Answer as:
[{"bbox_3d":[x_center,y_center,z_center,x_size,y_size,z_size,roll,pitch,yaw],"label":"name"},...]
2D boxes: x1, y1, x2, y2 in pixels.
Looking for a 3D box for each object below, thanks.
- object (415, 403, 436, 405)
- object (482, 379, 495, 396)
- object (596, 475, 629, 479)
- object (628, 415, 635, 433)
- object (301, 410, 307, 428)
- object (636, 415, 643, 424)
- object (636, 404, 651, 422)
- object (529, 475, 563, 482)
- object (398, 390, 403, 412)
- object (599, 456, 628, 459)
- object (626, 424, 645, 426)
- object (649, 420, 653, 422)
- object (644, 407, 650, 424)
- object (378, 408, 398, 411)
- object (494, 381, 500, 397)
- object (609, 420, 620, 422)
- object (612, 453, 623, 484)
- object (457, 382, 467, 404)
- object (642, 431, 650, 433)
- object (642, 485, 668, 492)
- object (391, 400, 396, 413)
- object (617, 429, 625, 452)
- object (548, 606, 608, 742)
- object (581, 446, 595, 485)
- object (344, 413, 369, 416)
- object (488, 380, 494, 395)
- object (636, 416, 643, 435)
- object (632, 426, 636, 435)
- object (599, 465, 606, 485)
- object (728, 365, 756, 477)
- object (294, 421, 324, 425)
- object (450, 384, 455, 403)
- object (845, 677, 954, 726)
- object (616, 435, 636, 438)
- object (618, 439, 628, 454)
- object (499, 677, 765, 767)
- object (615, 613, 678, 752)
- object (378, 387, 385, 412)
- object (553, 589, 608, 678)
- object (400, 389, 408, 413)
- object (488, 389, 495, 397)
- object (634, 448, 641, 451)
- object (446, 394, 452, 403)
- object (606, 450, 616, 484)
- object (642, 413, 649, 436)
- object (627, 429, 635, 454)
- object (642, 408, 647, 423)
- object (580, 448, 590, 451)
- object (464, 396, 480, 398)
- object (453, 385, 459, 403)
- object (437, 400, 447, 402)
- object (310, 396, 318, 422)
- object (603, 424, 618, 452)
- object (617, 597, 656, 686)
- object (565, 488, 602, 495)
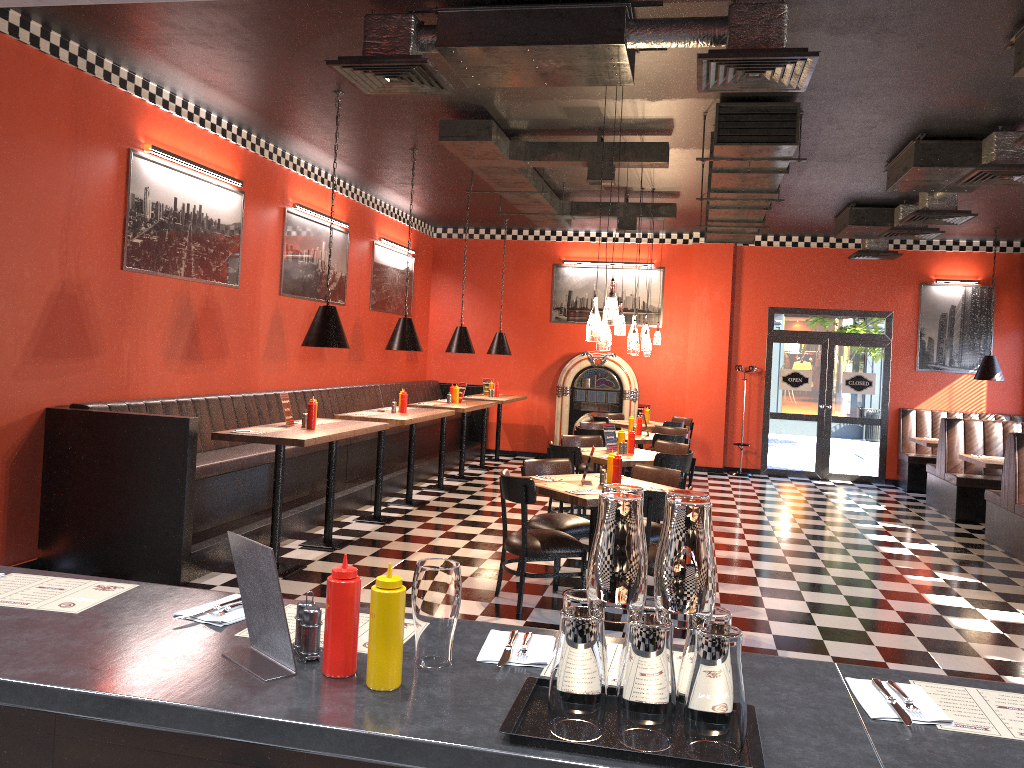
[{"bbox_3d":[-1.009,0.235,10.403,0.255,0.019,0.157,3,2,9],"label":"object"},{"bbox_3d":[-0.349,0.050,13.288,0.188,0.257,0.072,3,0,-28],"label":"object"},{"bbox_3d":[0.727,0.685,6.577,0.255,0.019,0.157,2,2,-32],"label":"object"},{"bbox_3d":[1.409,0.476,10.457,0.068,0.238,0.068,3,0,17],"label":"object"},{"bbox_3d":[-1.605,0.268,6.883,0.047,0.136,0.093,3,0,3],"label":"object"},{"bbox_3d":[1.787,0.481,12.369,0.094,0.136,0.046,3,0,12],"label":"object"},{"bbox_3d":[1.861,0.418,12.533,0.188,0.257,0.072,3,0,22],"label":"object"},{"bbox_3d":[0.257,0.670,6.298,0.157,0.019,0.255,1,3,-39],"label":"object"},{"bbox_3d":[-1.119,0.167,9.037,0.068,0.238,0.068,3,0,21],"label":"object"},{"bbox_3d":[0.916,0.649,7.900,0.255,0.019,0.157,2,2,-31],"label":"object"},{"bbox_3d":[1.685,0.547,11.996,0.255,0.019,0.157,2,2,-30],"label":"object"},{"bbox_3d":[1.923,0.534,12.737,0.255,0.019,0.157,1,3,-39],"label":"object"},{"bbox_3d":[1.880,0.435,12.337,0.068,0.238,0.068,3,0,9],"label":"object"},{"bbox_3d":[-1.258,0.262,9.254,0.255,0.019,0.157,3,2,9],"label":"object"},{"bbox_3d":[-0.222,0.071,13.165,0.068,0.238,0.068,3,0,5],"label":"object"},{"bbox_3d":[1.416,0.515,12.502,0.157,0.019,0.255,2,2,-31],"label":"object"},{"bbox_3d":[0.734,0.588,6.183,0.068,0.238,0.068,3,0,-35],"label":"object"},{"bbox_3d":[-0.651,0.110,11.110,0.072,0.257,0.188,3,0,-37],"label":"object"},{"bbox_3d":[1.546,0.582,10.777,0.255,0.019,0.157,2,2,-33],"label":"object"},{"bbox_3d":[0.996,0.717,6.053,0.157,0.019,0.255,2,2,-29],"label":"object"},{"bbox_3d":[-1.192,0.219,8.943,0.047,0.136,0.093,3,0,2],"label":"object"},{"bbox_3d":[1.033,0.528,8.371,0.068,0.238,0.068,3,0,17],"label":"object"},{"bbox_3d":[0.118,0.504,1.553,0.105,0.209,0.105,3,0,-33],"label":"object"},{"bbox_3d":[0.534,0.567,6.215,0.072,0.257,0.188,3,0,2],"label":"object"},{"bbox_3d":[-1.432,0.286,8.303,0.255,0.019,0.157,3,2,9],"label":"object"},{"bbox_3d":[-0.311,0.065,13.194,0.068,0.238,0.068,3,0,5],"label":"object"},{"bbox_3d":[1.500,0.481,10.436,0.068,0.238,0.068,3,0,17],"label":"object"},{"bbox_3d":[1.432,0.532,10.361,0.047,0.136,0.093,3,0,2],"label":"object"},{"bbox_3d":[0.634,0.635,6.178,0.047,0.136,0.093,3,0,2],"label":"object"},{"bbox_3d":[3.493,0.547,13.392,0.375,1.659,0.374,3,-1,34],"label":"object"},{"bbox_3d":[-1.638,0.314,7.189,0.255,0.019,0.157,3,2,9],"label":"object"},{"bbox_3d":[-0.747,0.116,11.078,0.068,0.238,0.068,3,0,6],"label":"object"},{"bbox_3d":[0.765,0.628,1.748,0.157,0.019,0.255,3,2,7],"label":"object"},{"bbox_3d":[1.295,0.595,10.030,0.255,0.019,0.157,2,2,-31],"label":"object"},{"bbox_3d":[1.038,0.584,8.267,0.093,0.136,0.047,3,0,-28],"label":"object"},{"bbox_3d":[0.216,0.605,1.581,0.437,0.018,0.273,3,2,12],"label":"object"},{"bbox_3d":[0.234,0.511,1.530,0.105,0.209,0.105,3,0,-33],"label":"object"},{"bbox_3d":[-1.323,0.148,8.996,0.072,0.257,0.188,3,0,-9],"label":"object"},{"bbox_3d":[0.131,0.500,1.670,0.105,0.209,0.105,3,0,-33],"label":"object"},{"bbox_3d":[-1.092,0.171,8.948,0.068,0.238,0.068,3,0,32],"label":"object"},{"bbox_3d":[-0.300,0.122,13.072,0.093,0.136,0.047,3,0,-8],"label":"object"},{"bbox_3d":[1.141,0.635,8.646,0.255,0.019,0.157,1,3,-40],"label":"object"},{"bbox_3d":[-0.777,0.170,10.961,0.046,0.136,0.094,3,0,-23],"label":"object"},{"bbox_3d":[0.707,0.584,6.272,0.068,0.238,0.068,3,0,26],"label":"object"},{"bbox_3d":[1.573,0.477,10.398,0.072,0.257,0.188,3,0,2],"label":"object"},{"bbox_3d":[1.124,0.534,8.350,0.068,0.238,0.068,3,0,17],"label":"object"},{"bbox_3d":[1.860,0.431,12.428,0.068,0.238,0.068,3,0,9],"label":"object"},{"bbox_3d":[0.638,0.617,8.401,0.157,0.019,0.255,2,2,-32],"label":"object"},{"bbox_3d":[-0.544,0.188,12.487,0.255,0.019,0.157,3,2,9],"label":"object"},{"bbox_3d":[-0.691,0.121,11.004,0.068,0.238,0.068,3,0,1],"label":"object"},{"bbox_3d":[-0.824,0.214,11.304,0.255,0.019,0.157,3,2,9],"label":"object"},{"bbox_3d":[-1.574,0.214,6.997,0.068,0.238,0.068,3,0,-13],"label":"object"},{"bbox_3d":[0.942,0.511,8.459,0.072,0.257,0.188,3,0,42],"label":"object"},{"bbox_3d":[0.249,0.508,1.638,0.105,0.209,0.105,3,0,-33],"label":"object"},{"bbox_3d":[0.488,0.700,5.788,0.255,0.019,0.157,2,2,-30],"label":"object"}]
